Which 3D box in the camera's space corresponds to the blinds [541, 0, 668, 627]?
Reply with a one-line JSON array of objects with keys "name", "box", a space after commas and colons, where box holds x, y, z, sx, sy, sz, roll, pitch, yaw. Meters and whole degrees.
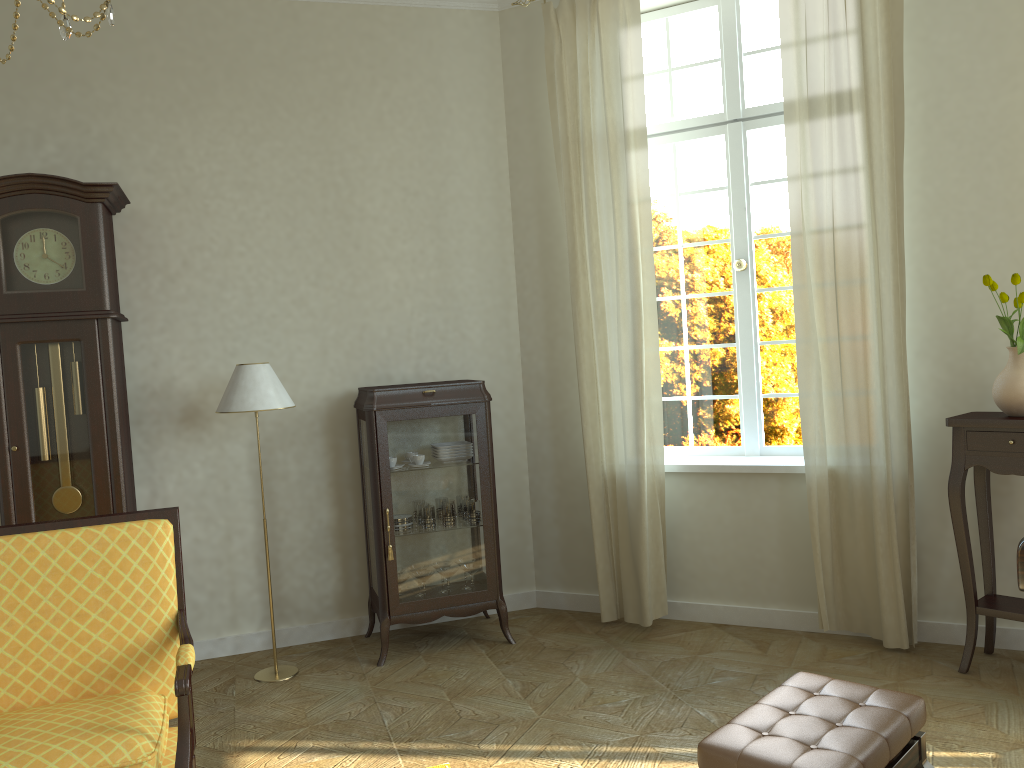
[{"name": "blinds", "box": [0.502, -0.395, 4.738, 0.554, 3.385, 0.162, -2, 3, 33]}]

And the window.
[{"name": "window", "box": [1.250, -0.862, 4.861, 1.400, 2.550, 0.181, -2, 3, 28]}]

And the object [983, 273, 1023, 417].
[{"name": "object", "box": [2.145, -0.168, 3.751, 0.264, 0.609, 0.242, -3, 2, 7]}]

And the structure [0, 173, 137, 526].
[{"name": "structure", "box": [-2.130, 0.284, 4.215, 0.715, 2.458, 0.521, -4, 3, -17]}]

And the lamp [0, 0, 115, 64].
[{"name": "lamp", "box": [-0.966, -1.317, 1.420, 0.661, 1.466, 0.662, -2, 3, 43]}]

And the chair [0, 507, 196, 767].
[{"name": "chair", "box": [-1.609, 1.007, 2.484, 1.389, 1.083, 0.680, -4, 3, -18]}]

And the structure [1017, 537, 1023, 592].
[{"name": "structure", "box": [1.953, 0.643, 1.502, 1.856, 1.439, 1.514, -2, 3, 28]}]

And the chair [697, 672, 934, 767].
[{"name": "chair", "box": [0.790, 1.126, 2.273, 0.385, 0.563, 0.638, -1, 3, 43]}]

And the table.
[{"name": "table", "box": [2.205, 0.690, 3.786, 0.344, 1.114, 0.522, -6, 3, -42]}]

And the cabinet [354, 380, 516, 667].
[{"name": "cabinet", "box": [-0.444, 0.693, 4.749, 0.733, 1.386, 0.542, -4, 3, -17]}]

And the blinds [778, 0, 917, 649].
[{"name": "blinds", "box": [1.623, -0.443, 4.201, 0.552, 3.381, 0.159, -2, 3, 31]}]

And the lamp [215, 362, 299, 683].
[{"name": "lamp", "box": [-1.221, 0.672, 4.379, 0.380, 1.552, 0.381, -4, 2, -12]}]
